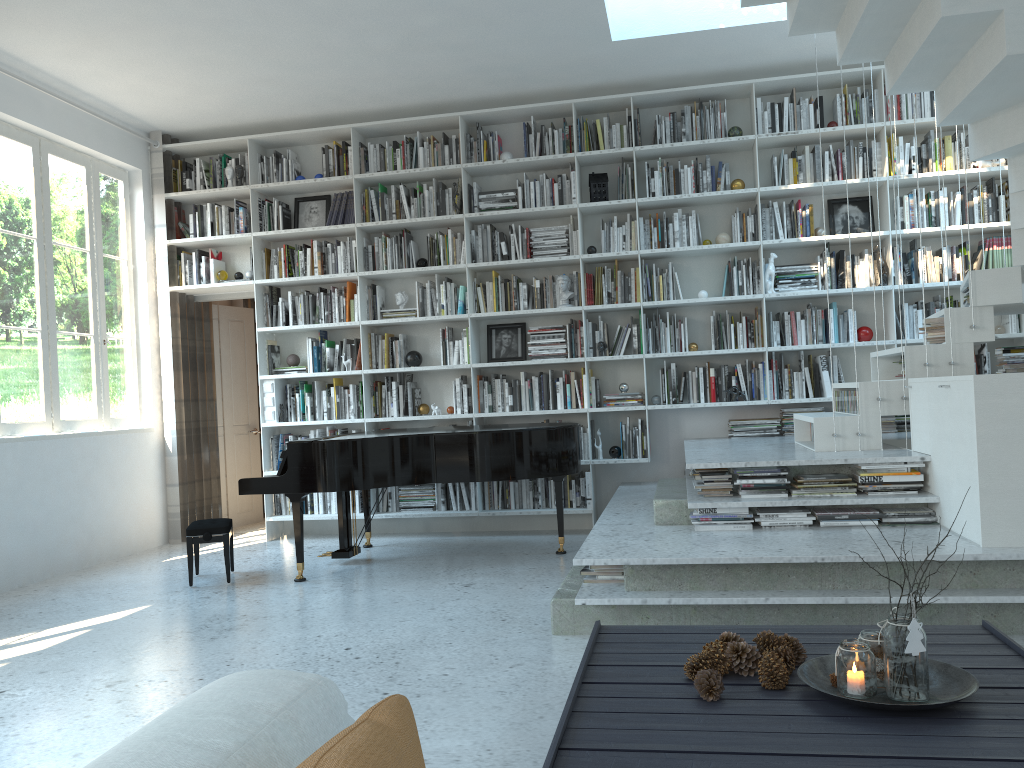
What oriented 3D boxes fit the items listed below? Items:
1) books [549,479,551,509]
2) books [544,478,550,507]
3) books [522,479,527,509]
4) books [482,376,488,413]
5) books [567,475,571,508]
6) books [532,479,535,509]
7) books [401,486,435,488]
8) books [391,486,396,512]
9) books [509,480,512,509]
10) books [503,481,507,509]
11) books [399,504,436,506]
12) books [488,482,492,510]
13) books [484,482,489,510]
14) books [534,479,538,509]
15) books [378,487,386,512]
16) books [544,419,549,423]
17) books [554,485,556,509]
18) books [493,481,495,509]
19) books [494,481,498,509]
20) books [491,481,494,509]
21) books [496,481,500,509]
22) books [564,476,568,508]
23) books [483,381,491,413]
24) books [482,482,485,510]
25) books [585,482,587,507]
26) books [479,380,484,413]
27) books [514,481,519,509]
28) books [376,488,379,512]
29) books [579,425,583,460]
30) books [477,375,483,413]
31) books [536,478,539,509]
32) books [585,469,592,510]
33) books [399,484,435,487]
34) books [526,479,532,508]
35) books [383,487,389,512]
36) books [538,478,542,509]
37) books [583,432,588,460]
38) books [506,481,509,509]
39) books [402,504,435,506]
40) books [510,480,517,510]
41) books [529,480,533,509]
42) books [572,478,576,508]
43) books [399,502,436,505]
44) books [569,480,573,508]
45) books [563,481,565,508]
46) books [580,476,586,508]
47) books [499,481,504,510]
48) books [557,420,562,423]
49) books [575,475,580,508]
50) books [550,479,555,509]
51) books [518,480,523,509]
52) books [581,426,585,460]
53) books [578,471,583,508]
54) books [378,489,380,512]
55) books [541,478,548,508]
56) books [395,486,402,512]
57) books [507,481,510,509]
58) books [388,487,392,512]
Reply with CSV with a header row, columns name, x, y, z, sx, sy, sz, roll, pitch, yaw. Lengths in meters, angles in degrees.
name,x,y,z,sx,sy,sz,roll,pitch,yaw
books,0.294,0.813,6.591,0.010,0.206,0.180,-3,-1,11
books,0.275,0.811,6.627,0.040,0.212,0.129,-3,0,11
books,0.102,0.809,6.654,0.030,0.234,0.138,-3,0,11
books,-0.197,0.080,6.698,0.011,0.275,0.146,-3,0,11
books,0.428,0.780,6.574,0.011,0.258,0.171,-3,0,11
books,0.171,0.780,6.625,0.013,0.285,0.185,-3,0,11
books,-0.708,0.784,6.806,0.254,0.006,0.161,-3,-1,12
books,-0.893,0.864,6.841,0.027,0.227,0.139,-3,0,11
books,0.000,0.804,6.676,0.012,0.255,0.150,-3,0,11
books,-0.040,0.810,6.682,0.022,0.247,0.144,-3,0,11
books,-0.703,0.923,6.796,0.285,0.007,0.159,-3,-1,16
books,-0.155,0.789,6.683,0.014,0.301,0.184,-3,0,11
books,-0.174,0.812,6.686,0.026,0.256,0.183,-3,0,11
books,0.191,0.815,6.626,0.022,0.213,0.167,-3,-1,11
books,-0.992,0.884,6.861,0.025,0.198,0.160,-3,-1,11
books,0.263,0.414,6.544,0.013,0.303,0.181,-3,0,11
books,0.332,0.768,6.590,0.011,0.292,0.184,-3,0,11
books,-0.124,0.809,6.707,0.010,0.259,0.131,-3,0,11
books,-0.109,0.805,6.694,0.025,0.263,0.145,-3,0,11
books,-0.140,0.768,6.697,0.014,0.340,0.139,-3,0,11
books,-0.095,0.767,6.681,0.012,0.337,0.144,-3,0,11
books,0.412,0.791,6.593,0.028,0.238,0.140,-3,0,11
books,-0.179,0.099,6.684,0.027,0.234,0.167,-3,0,11
books,-0.199,0.815,6.712,0.012,0.254,0.161,-3,0,11
books,0.561,0.811,6.559,0.023,0.182,0.148,-3,-1,11
books,-0.214,0.097,6.709,0.029,0.244,0.154,-3,0,11
books,0.050,0.831,6.672,0.030,0.197,0.143,-3,0,11
books,-1.023,0.842,6.868,0.012,0.285,0.159,-3,0,11
books,0.510,0.429,6.519,0.022,0.249,0.130,-3,0,11
books,-0.235,0.077,6.716,0.012,0.285,0.159,-3,0,11
books,0.204,0.753,6.614,0.014,0.335,0.182,-3,0,11
books,0.576,0.766,6.486,0.038,0.269,0.277,-3,-1,11
books,-0.710,0.779,6.797,0.285,0.005,0.159,-3,-1,16
books,0.130,0.794,6.648,0.028,0.261,0.132,-3,0,11
books,-0.955,0.889,6.847,0.053,0.184,0.148,-3,-1,11
books,0.219,0.776,6.613,0.014,0.288,0.184,-3,0,11
books,0.545,0.454,6.508,0.027,0.196,0.146,-3,-1,11
books,-0.024,0.813,6.676,0.012,0.239,0.128,-3,0,11
books,-0.703,0.916,6.799,0.254,0.007,0.161,-3,-1,7
books,0.016,0.827,6.648,0.028,0.206,0.174,-3,-1,11
books,0.157,0.821,6.641,0.024,0.203,0.144,-3,0,11
books,0.469,0.804,6.567,0.022,0.205,0.191,-3,-1,11
books,-0.702,0.909,6.803,0.285,0.007,0.159,-3,-1,13
books,0.449,0.812,6.581,0.024,0.191,0.155,-3,-1,11
books,0.386,0.752,6.573,0.013,0.317,0.186,-3,0,11
books,0.533,0.795,6.552,0.029,0.218,0.191,-3,-1,11
books,-0.072,0.779,6.677,0.034,0.311,0.170,-3,0,11
books,0.355,0.415,6.531,0.015,0.293,0.169,-3,0,11
books,0.495,0.792,6.574,0.028,0.227,0.162,-3,0,11
books,0.314,0.810,6.592,0.029,0.210,0.170,-3,-1,11
books,0.073,0.781,6.656,0.026,0.294,0.155,-3,0,11
books,0.525,0.433,6.509,0.010,0.238,0.167,-3,0,11
books,0.513,0.777,6.561,0.013,0.256,0.176,-3,0,11
books,-1.010,0.868,6.869,0.012,0.230,0.138,-3,0,11
books,0.241,0.788,6.625,0.024,0.262,0.131,-3,0,11
books,-0.868,0.835,6.837,0.027,0.282,0.129,-3,0,11
books,-0.012,0.794,6.678,0.012,0.276,0.154,-3,0,11
books,-0.919,0.863,6.837,0.023,0.231,0.164,-3,0,11
